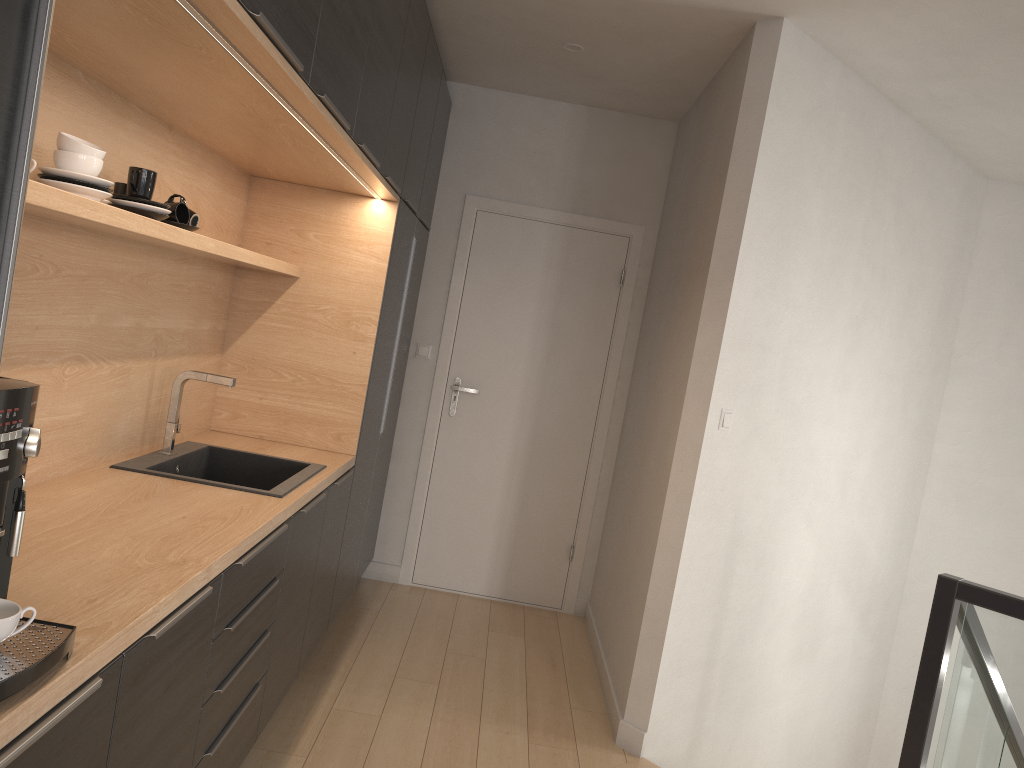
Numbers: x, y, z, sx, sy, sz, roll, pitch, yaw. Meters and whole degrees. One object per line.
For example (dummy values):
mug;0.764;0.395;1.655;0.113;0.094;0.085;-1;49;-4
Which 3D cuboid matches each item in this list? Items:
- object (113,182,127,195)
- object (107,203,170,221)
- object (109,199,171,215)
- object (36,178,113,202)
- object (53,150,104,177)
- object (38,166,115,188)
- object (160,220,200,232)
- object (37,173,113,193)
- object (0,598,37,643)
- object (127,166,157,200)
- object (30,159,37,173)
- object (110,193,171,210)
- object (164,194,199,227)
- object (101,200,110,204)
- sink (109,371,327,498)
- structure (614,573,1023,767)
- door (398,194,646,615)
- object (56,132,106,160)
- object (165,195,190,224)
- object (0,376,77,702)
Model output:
object;-1.009;-0.477;2.336;0.084;0.092;0.066;10;3;6
object;-0.935;-0.423;2.217;0.145;0.025;0.145;11;3;13
object;-0.931;-0.435;2.219;0.145;0.025;0.145;11;3;13
object;-0.917;-0.400;1.857;0.145;0.025;0.145;9;3;-14
object;-0.911;-0.449;1.857;0.095;0.057;0.099;9;3;-28
object;-0.912;-0.424;1.856;0.145;0.025;0.145;9;3;-14
object;-0.959;-0.443;2.500;0.145;0.025;0.145;10;3;2
object;-0.916;-0.411;1.859;0.145;0.025;0.145;9;3;-14
object;-0.721;0.333;1.203;0.099;0.057;0.095;10;3;2
object;-0.923;-0.488;2.206;0.066;0.092;0.084;8;4;-32
object;-1.005;-0.426;1.747;0.099;0.057;0.095;7;4;-43
object;-0.930;-0.447;2.216;0.145;0.025;0.145;11;3;13
object;-0.946;-0.493;2.535;0.100;0.093;0.066;11;3;9
object;-1.020;-0.431;2.073;0.145;0.025;0.145;11;3;13
sink;-0.918;0.240;2.900;0.512;0.518;0.626;10;3;0
structure;2.533;2.957;2.661;2.823;4.339;4.190;7;4;-45
door;0.046;0.124;4.779;0.974;2.136;0.085;10;3;0
object;-0.903;-0.482;1.853;0.098;0.075;0.095;11;3;11
object;-0.955;-0.485;2.472;0.100;0.093;0.066;11;3;14
object;-0.895;0.160;1.366;0.584;0.398;0.618;10;3;0
